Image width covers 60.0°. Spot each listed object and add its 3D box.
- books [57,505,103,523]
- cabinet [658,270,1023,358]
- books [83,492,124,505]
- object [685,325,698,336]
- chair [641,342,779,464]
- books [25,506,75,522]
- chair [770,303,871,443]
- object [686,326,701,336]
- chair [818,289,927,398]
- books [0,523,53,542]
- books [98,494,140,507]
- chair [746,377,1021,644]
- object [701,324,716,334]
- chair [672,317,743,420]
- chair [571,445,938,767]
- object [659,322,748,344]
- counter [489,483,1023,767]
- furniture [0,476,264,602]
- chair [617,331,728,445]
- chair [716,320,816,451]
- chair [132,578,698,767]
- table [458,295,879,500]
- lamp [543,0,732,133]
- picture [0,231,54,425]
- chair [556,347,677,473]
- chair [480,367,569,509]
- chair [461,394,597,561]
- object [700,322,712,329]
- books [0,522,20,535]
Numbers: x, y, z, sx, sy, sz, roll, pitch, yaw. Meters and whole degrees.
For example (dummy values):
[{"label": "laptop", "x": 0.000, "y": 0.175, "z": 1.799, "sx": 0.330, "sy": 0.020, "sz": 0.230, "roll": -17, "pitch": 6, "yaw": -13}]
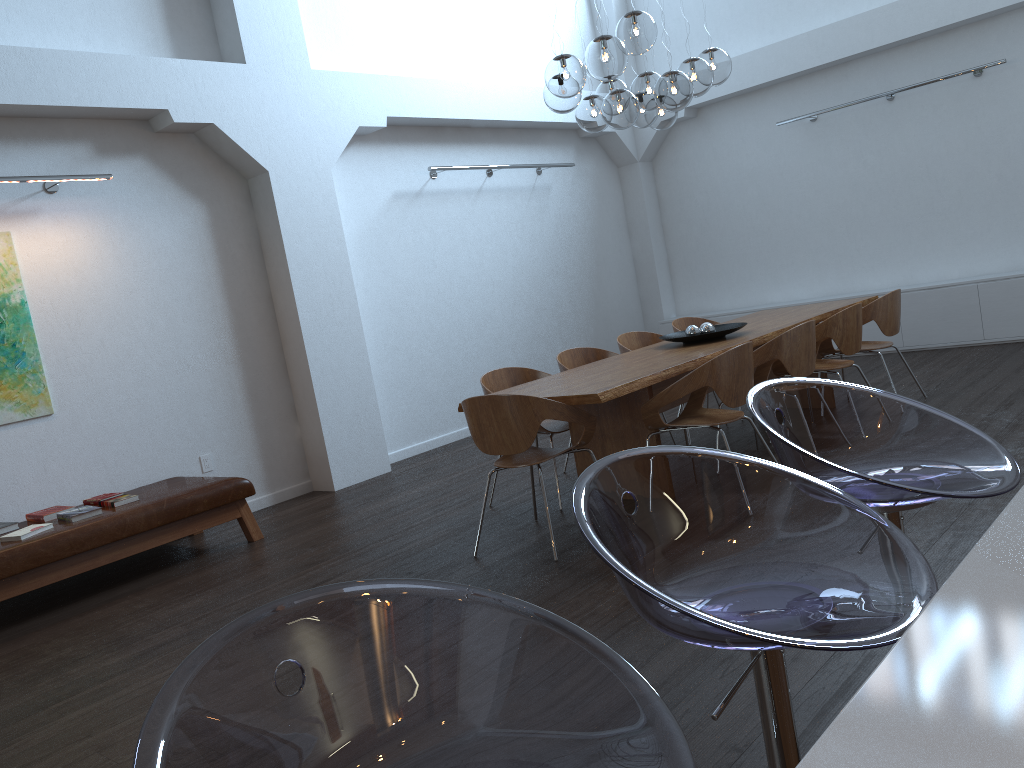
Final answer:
[{"label": "books", "x": -2.585, "y": 0.776, "z": 5.306, "sx": 0.247, "sy": 0.040, "sz": 0.185, "roll": -4, "pitch": 8, "yaw": 45}, {"label": "cabinet", "x": 4.031, "y": -0.673, "z": 9.027, "sx": 5.580, "sy": 0.626, "sz": 0.478, "roll": -5, "pitch": 8, "yaw": 42}, {"label": "books", "x": -2.647, "y": 0.744, "z": 5.748, "sx": 0.224, "sy": 0.036, "sz": 0.161, "roll": -6, "pitch": 7, "yaw": 36}, {"label": "object", "x": 1.235, "y": -0.354, "z": 6.060, "sx": 0.100, "sy": 0.100, "sz": 0.100, "roll": -11, "pitch": 6, "yaw": -3}, {"label": "chair", "x": 1.045, "y": 0.220, "z": 4.765, "sx": 0.618, "sy": 0.833, "sz": 0.629, "roll": -5, "pitch": 8, "yaw": 40}, {"label": "books", "x": -2.861, "y": 0.804, "z": 5.502, "sx": 0.283, "sy": 0.043, "sz": 0.197, "roll": -5, "pitch": 8, "yaw": 42}, {"label": "chair", "x": 2.062, "y": -0.085, "z": 5.886, "sx": 0.618, "sy": 0.833, "sz": 0.629, "roll": -5, "pitch": 8, "yaw": 42}, {"label": "object", "x": 1.222, "y": -0.341, "z": 5.960, "sx": 0.100, "sy": 0.100, "sz": 0.100, "roll": -11, "pitch": 6, "yaw": -3}, {"label": "chair", "x": 2.561, "y": -0.236, "z": 6.450, "sx": 0.618, "sy": 0.833, "sz": 0.629, "roll": -5, "pitch": 8, "yaw": 42}, {"label": "books", "x": -2.755, "y": 0.842, "z": 5.038, "sx": 0.161, "sy": 0.031, "sz": 0.223, "roll": -8, "pitch": 6, "yaw": 20}, {"label": "books", "x": -2.455, "y": 0.729, "z": 5.539, "sx": 0.224, "sy": 0.032, "sz": 0.161, "roll": -5, "pitch": 8, "yaw": 42}, {"label": "chair", "x": 0.810, "y": 0.478, "z": 1.833, "sx": 0.481, "sy": 1.014, "sz": 0.530, "roll": -5, "pitch": 8, "yaw": 44}, {"label": "object", "x": 1.321, "y": -0.355, "z": 5.970, "sx": 0.100, "sy": 0.100, "sz": 0.100, "roll": -11, "pitch": 6, "yaw": -3}, {"label": "chair", "x": 1.678, "y": -0.159, "z": 7.262, "sx": 0.618, "sy": 0.833, "sz": 0.629, "roll": -5, "pitch": 8, "yaw": 42}, {"label": "chair", "x": 0.420, "y": 0.600, "z": 1.350, "sx": 0.481, "sy": 1.014, "sz": 0.530, "roll": -5, "pitch": 8, "yaw": 40}, {"label": "object", "x": 1.293, "y": -0.329, "z": 5.991, "sx": 0.592, "sy": 0.066, "sz": 0.592, "roll": -10, "pitch": 6, "yaw": 0}, {"label": "counter", "x": 0.495, "y": 0.630, "z": 1.713, "sx": 3.039, "sy": 0.860, "sz": 8.182, "roll": -9, "pitch": 6, "yaw": 13}, {"label": "furniture", "x": -2.590, "y": 1.005, "z": 5.501, "sx": 0.907, "sy": 0.453, "sz": 1.819, "roll": -5, "pitch": 8, "yaw": 42}, {"label": "chair", "x": 1.161, "y": -0.005, "z": 6.698, "sx": 0.618, "sy": 0.833, "sz": 0.629, "roll": -5, "pitch": 8, "yaw": 42}, {"label": "chair", "x": 1.565, "y": 0.066, "z": 5.326, "sx": 0.618, "sy": 0.833, "sz": 0.629, "roll": -5, "pitch": 8, "yaw": 42}, {"label": "chair", "x": -0.007, "y": 0.727, "z": 0.893, "sx": 0.481, "sy": 1.014, "sz": 0.530, "roll": -5, "pitch": 8, "yaw": 40}, {"label": "table", "x": 1.369, "y": 0.069, "z": 6.038, "sx": 1.012, "sy": 0.750, "sz": 3.803, "roll": -5, "pitch": 8, "yaw": 42}, {"label": "lamp", "x": 0.654, "y": -2.657, "z": 5.508, "sx": 0.849, "sy": 2.140, "sz": 1.787, "roll": -5, "pitch": 8, "yaw": 41}, {"label": "picture", "x": -3.465, "y": -0.285, "z": 5.348, "sx": 0.010, "sy": 1.200, "sz": 1.095, "roll": -5, "pitch": 8, "yaw": 42}, {"label": "chair", "x": 0.679, "y": 0.144, "z": 6.124, "sx": 0.618, "sy": 0.833, "sz": 0.629, "roll": -5, "pitch": 8, "yaw": 44}, {"label": "chair", "x": 0.175, "y": 0.295, "z": 5.565, "sx": 0.617, "sy": 0.830, "sz": 0.629, "roll": -5, "pitch": 8, "yaw": 42}, {"label": "chair", "x": 0.111, "y": 0.407, "z": 4.619, "sx": 0.629, "sy": 0.833, "sz": 0.618, "roll": -6, "pitch": 7, "yaw": 37}, {"label": "object", "x": 1.334, "y": -0.371, "z": 6.071, "sx": 0.100, "sy": 0.100, "sz": 0.100, "roll": -11, "pitch": 6, "yaw": -3}, {"label": "books", "x": -3.082, "y": 0.870, "z": 5.281, "sx": 0.254, "sy": 0.044, "sz": 0.183, "roll": -6, "pitch": 7, "yaw": 37}]
